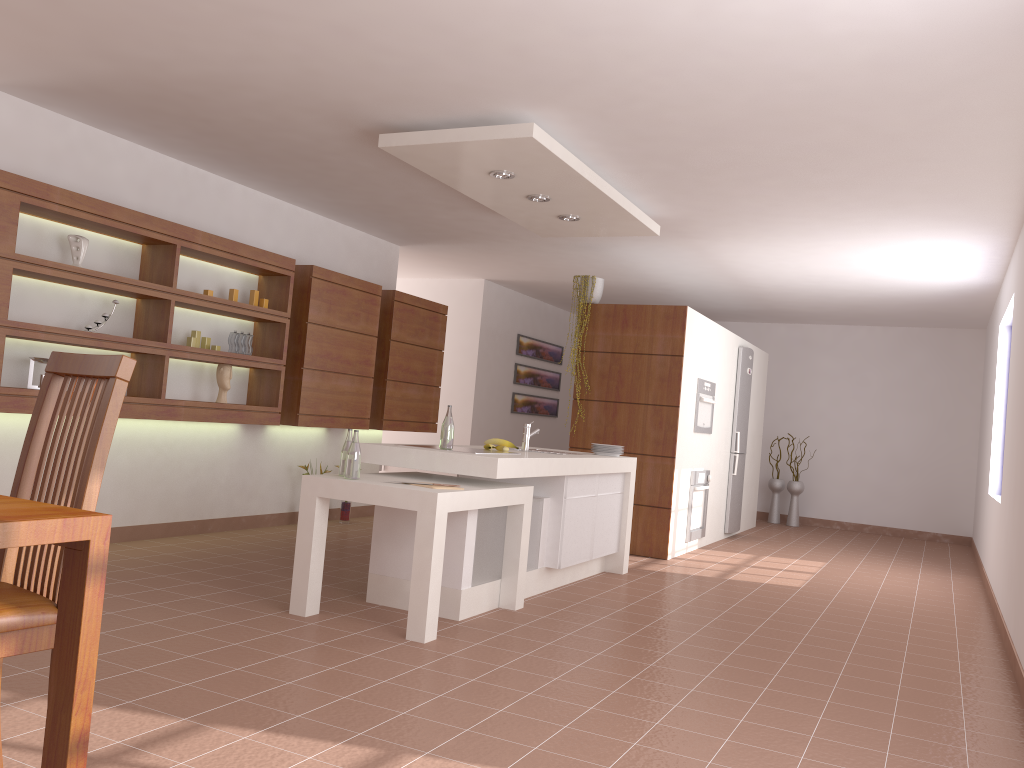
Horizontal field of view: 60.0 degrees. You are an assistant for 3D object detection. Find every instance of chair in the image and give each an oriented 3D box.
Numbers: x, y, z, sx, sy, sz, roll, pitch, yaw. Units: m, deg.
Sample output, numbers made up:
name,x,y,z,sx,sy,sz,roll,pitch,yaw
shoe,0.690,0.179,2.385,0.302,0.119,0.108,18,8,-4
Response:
name,x,y,z,sx,sy,sz,roll,pitch,yaw
chair,-1.224,0.433,1.950,0.444,1.063,0.574,3,-3,36

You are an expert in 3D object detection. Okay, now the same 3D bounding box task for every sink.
name,x,y,z,sx,sy,sz,roll,pitch,yaw
sink,0.217,0.434,5.768,0.404,0.368,0.668,4,-3,26

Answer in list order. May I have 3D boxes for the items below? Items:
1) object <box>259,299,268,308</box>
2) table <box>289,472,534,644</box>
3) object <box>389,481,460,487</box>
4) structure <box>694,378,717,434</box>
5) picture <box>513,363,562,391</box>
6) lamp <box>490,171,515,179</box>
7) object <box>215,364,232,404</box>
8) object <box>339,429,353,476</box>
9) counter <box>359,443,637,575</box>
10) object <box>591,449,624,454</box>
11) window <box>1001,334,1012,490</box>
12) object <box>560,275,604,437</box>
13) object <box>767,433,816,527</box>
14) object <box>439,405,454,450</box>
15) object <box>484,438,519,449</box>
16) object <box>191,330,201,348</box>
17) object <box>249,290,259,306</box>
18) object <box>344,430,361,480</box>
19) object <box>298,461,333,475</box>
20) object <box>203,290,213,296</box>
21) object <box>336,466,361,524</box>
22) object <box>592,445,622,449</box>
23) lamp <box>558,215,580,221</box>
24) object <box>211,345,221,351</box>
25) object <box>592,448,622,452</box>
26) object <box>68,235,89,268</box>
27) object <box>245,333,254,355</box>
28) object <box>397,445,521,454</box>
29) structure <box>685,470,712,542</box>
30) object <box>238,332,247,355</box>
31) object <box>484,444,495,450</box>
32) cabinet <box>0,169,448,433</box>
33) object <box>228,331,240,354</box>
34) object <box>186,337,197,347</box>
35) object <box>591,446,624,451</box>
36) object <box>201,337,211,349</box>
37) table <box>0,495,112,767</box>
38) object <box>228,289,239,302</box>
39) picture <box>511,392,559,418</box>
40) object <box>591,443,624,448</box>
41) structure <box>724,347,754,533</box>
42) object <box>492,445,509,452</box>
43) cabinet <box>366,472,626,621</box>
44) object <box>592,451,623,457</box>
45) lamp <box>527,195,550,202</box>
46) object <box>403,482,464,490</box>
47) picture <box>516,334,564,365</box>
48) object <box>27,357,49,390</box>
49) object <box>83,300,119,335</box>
name,x,y,z,sx,sy,sz,roll,pitch,yaw
object,-1.742,-0.560,6.220,0.044,0.070,0.044,4,-3,26
table,-0.460,0.806,4.423,0.737,0.647,1.003,4,-3,26
object,-0.427,0.464,4.144,0.375,0.008,0.041,5,-2,-7
structure,1.695,0.200,7.678,0.056,0.454,0.614,4,-3,26
picture,0.339,-0.075,11.197,0.015,0.248,1.408,4,-3,26
lamp,-0.053,-1.197,5.000,0.143,0.059,0.143,5,-2,9
object,-1.964,-0.012,6.029,0.100,0.284,0.100,6,-3,-34
object,-0.793,0.332,4.291,0.071,0.230,0.071,5,-2,7
counter,0.001,0.807,5.374,0.821,0.800,2.156,4,-3,26
object,0.653,0.469,6.084,0.228,0.020,0.228,5,-2,8
window,3.819,0.161,6.712,0.035,1.430,1.699,4,-3,26
object,0.569,-0.233,7.383,0.297,1.344,0.279,6,-2,-15
object,3.400,1.157,10.725,0.284,1.112,0.655,7,-3,-45
object,-0.336,0.226,4.647,0.071,0.230,0.071,5,-2,7
object,-0.062,0.347,5.176,0.207,0.055,0.047,5,-2,3
object,-2.077,-0.289,5.820,0.044,0.120,0.044,4,-3,26
object,-1.798,-0.592,6.179,0.044,0.120,0.044,4,-3,26
object,-0.739,0.331,4.156,0.071,0.230,0.071,5,-2,7
object,-1.578,0.863,7.052,0.087,0.546,0.296,3,-3,42
object,-1.956,-0.588,5.711,0.044,0.049,0.044,4,-3,26
object,-1.387,0.896,7.453,0.087,0.546,0.296,4,-3,26
object,0.656,0.439,6.085,0.228,0.020,0.228,5,-2,8
lamp,0.383,-1.123,5.902,0.143,0.059,0.143,7,-3,-36
object,-1.979,-0.236,5.926,0.044,0.040,0.044,4,-3,26
object,0.654,0.459,6.084,0.228,0.020,0.228,5,-2,8
object,-2.431,-0.734,4.957,0.103,0.197,0.071,5,-2,-13
object,-1.848,-0.277,6.191,0.054,0.165,0.065,3,-3,42
object,-0.286,0.357,4.842,0.493,0.006,0.551,4,-3,26
structure,1.617,1.045,7.649,0.058,0.592,0.596,4,-3,26
object,-1.883,-0.281,6.152,0.054,0.165,0.065,3,-3,42
object,-0.139,0.370,5.215,0.060,0.033,0.207,5,-2,6
cabinet,-2.015,-0.334,6.387,0.754,1.200,4.718,4,-3,26
object,-1.918,-0.286,6.112,0.054,0.165,0.065,3,-3,42
object,-2.077,-0.267,5.746,0.044,0.070,0.044,4,-3,26
object,0.655,0.449,6.085,0.228,0.020,0.228,5,-2,8
object,-2.050,-0.267,5.936,0.044,0.090,0.044,4,-3,26
table,-1.807,0.534,1.693,1.800,0.740,0.900,4,-3,26
object,-1.873,-0.596,5.963,0.044,0.099,0.044,4,-3,26
picture,0.308,0.273,11.183,0.015,0.248,1.408,4,-3,26
object,0.657,0.429,6.085,0.228,0.020,0.228,5,-2,8
structure,2.325,0.565,8.994,0.089,1.862,0.604,4,-3,26
object,-0.057,0.374,5.146,0.060,0.033,0.207,6,-2,-19
cabinet,-0.024,0.853,5.319,0.737,0.700,2.048,4,-3,26
object,0.652,0.479,6.083,0.228,0.020,0.228,5,-2,8
lamp,0.166,-1.160,5.454,0.143,0.059,0.143,7,-3,-36
object,-0.371,0.476,4.146,0.266,0.006,0.168,3,-3,43
picture,0.369,-0.424,11.211,0.015,0.248,1.408,4,-3,26
object,-2.540,-0.054,4.807,0.159,0.171,0.159,6,-3,-28
object,-2.379,-0.396,5.140,0.190,0.227,0.136,6,-3,-32
